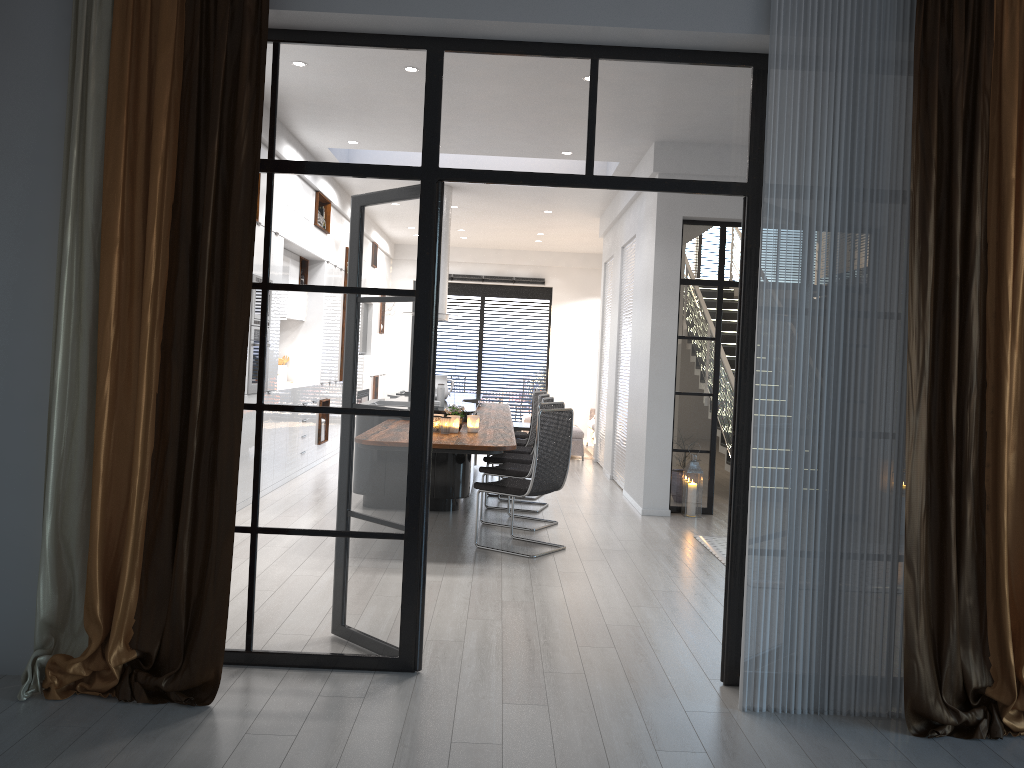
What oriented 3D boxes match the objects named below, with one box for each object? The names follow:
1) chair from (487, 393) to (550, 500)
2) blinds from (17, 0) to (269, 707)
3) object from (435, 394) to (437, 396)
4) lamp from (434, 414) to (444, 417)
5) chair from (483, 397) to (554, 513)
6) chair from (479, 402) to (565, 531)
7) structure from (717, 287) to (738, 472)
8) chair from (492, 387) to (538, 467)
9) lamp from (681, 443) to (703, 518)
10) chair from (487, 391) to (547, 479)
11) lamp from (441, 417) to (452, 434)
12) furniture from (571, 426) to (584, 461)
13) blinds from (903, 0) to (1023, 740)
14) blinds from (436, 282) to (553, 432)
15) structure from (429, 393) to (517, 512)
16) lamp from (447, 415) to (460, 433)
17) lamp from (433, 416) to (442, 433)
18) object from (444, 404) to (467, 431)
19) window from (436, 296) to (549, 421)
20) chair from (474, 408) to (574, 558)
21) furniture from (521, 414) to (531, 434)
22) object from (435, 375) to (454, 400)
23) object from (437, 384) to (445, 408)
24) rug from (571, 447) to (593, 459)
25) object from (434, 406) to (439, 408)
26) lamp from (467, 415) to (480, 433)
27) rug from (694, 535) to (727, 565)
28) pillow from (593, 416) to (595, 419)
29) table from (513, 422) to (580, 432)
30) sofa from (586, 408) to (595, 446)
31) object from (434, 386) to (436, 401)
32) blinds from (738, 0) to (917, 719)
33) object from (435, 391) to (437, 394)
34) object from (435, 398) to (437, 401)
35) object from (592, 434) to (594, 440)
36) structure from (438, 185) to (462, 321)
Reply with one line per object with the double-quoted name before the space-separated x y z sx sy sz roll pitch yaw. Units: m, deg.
"chair" 0.048 0.594 8.842 0.537 1.018 0.471 3 0 14
"blinds" -1.391 -0.331 3.407 0.811 3.044 0.255 3 0 -1
"object" -0.836 0.116 9.029 0.229 0.016 0.229 3 2 -4
"lamp" -0.552 0.287 6.544 0.095 0.124 0.095 3 1 16
"chair" 0.055 0.615 8.123 0.537 1.018 0.471 3 0 14
"chair" 0.074 0.640 7.305 0.537 1.018 0.470 3 1 29
"structure" 3.548 -0.602 11.096 2.393 3.601 5.804 3 1 -1
"chair" 0.012 0.541 10.619 0.536 1.018 0.471 3 0 -1
"lamp" 1.640 0.866 8.043 0.148 0.665 0.157 3 0 -1
"chair" 0.035 0.570 9.656 0.537 1.018 0.471 3 0 19
"lamp" -0.476 0.298 6.374 0.078 0.120 0.078 2 1 -18
"furniture" 0.613 0.795 12.422 0.699 0.460 0.700 3 1 -6
"blinds" 1.908 -0.178 3.435 0.811 3.044 0.255 3 0 0
"blinds" -0.597 -0.514 16.631 2.584 2.720 0.358 3 0 -1
"structure" -0.706 0.637 8.442 1.377 0.887 5.642 3 2 -1
"lamp" -0.428 0.294 6.474 0.095 0.124 0.095 3 1 -8
"lamp" -0.549 0.293 6.438 0.078 0.120 0.078 2 1 -18
"object" -0.421 0.249 6.612 0.151 0.206 0.157 3 1 16
"window" 2.478 -1.652 17.007 8.565 5.061 0.462 3 0 -2
"chair" 0.075 0.668 6.367 0.537 1.018 0.470 3 1 34
"furniture" 0.512 0.722 14.734 0.699 0.460 0.700 3 1 -1
"object" -0.744 0.039 9.310 0.211 0.254 0.183 3 1 34
"object" -0.642 0.100 7.978 0.071 0.219 0.071 3 0 25
"rug" 0.360 0.968 13.587 1.623 0.020 2.520 3 2 -1
"object" -0.689 0.200 7.824 0.111 0.023 0.111 3 2 12
"lamp" -0.290 0.297 6.591 0.095 0.124 0.095 3 1 32
"rug" 2.595 1.280 6.323 2.276 0.020 1.585 3 2 -1
"pillow" 1.772 0.445 13.381 0.589 0.391 2.030 2 2 -12
"table" 0.510 0.812 13.532 1.000 0.350 1.000 3 2 -1
"sofa" 1.679 0.635 13.339 0.898 0.825 2.094 3 1 -1
"object" -0.724 0.097 7.968 0.071 0.219 0.071 2 0 -37
"blinds" 1.621 -0.187 3.533 1.301 3.068 0.052 3 0 0
"object" -0.835 0.097 9.030 0.138 0.051 0.138 2 2 -20
"object" -0.838 0.154 9.030 0.264 0.033 0.264 4 2 36
"object" 1.554 0.625 12.706 0.722 0.493 0.711 3 1 -4
"structure" -0.913 -1.543 10.527 0.695 1.608 1.043 3 1 -2
